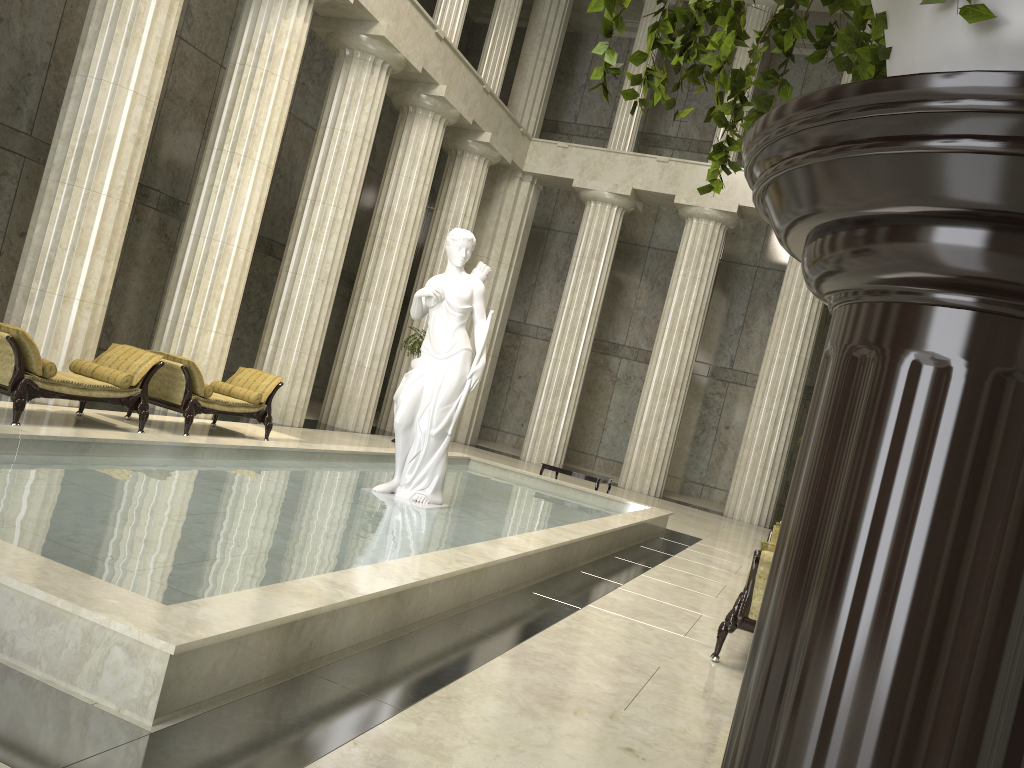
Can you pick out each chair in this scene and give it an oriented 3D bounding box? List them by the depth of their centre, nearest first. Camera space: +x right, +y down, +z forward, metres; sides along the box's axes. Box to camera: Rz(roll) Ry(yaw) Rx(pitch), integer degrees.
[{"bbox_3d":[2.245,1.685,6.927,0.993,0.950,2.172,14,-1,20],"label":"chair"},{"bbox_3d":[3.042,1.922,9.251,0.993,0.950,2.172,14,-1,20],"label":"chair"},{"bbox_3d":[-4.848,-0.065,9.538,0.993,0.950,2.172,14,-1,20],"label":"chair"},{"bbox_3d":[-4.051,0.172,11.861,0.993,0.950,2.172,14,-1,20],"label":"chair"}]

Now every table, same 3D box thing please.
[{"bbox_3d":[1.105,1.765,15.539,1.134,0.494,1.123,14,-1,18],"label":"table"}]

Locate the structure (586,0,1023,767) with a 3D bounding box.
[{"bbox_3d":[0.287,0.354,0.673,1.053,2.386,1.159,15,-1,-41],"label":"structure"}]

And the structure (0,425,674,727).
[{"bbox_3d":[-1.090,1.297,9.189,3.754,0.508,11.573,14,-1,20],"label":"structure"}]

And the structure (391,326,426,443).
[{"bbox_3d":[-1.846,0.082,18.041,1.159,2.386,1.053,14,-1,14],"label":"structure"}]

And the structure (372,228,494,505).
[{"bbox_3d":[-0.766,-0.120,9.194,0.940,3.044,0.729,14,-1,14],"label":"structure"}]

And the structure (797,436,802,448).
[{"bbox_3d":[5.316,1.849,15.399,1.053,2.386,1.159,14,-1,24],"label":"structure"}]
